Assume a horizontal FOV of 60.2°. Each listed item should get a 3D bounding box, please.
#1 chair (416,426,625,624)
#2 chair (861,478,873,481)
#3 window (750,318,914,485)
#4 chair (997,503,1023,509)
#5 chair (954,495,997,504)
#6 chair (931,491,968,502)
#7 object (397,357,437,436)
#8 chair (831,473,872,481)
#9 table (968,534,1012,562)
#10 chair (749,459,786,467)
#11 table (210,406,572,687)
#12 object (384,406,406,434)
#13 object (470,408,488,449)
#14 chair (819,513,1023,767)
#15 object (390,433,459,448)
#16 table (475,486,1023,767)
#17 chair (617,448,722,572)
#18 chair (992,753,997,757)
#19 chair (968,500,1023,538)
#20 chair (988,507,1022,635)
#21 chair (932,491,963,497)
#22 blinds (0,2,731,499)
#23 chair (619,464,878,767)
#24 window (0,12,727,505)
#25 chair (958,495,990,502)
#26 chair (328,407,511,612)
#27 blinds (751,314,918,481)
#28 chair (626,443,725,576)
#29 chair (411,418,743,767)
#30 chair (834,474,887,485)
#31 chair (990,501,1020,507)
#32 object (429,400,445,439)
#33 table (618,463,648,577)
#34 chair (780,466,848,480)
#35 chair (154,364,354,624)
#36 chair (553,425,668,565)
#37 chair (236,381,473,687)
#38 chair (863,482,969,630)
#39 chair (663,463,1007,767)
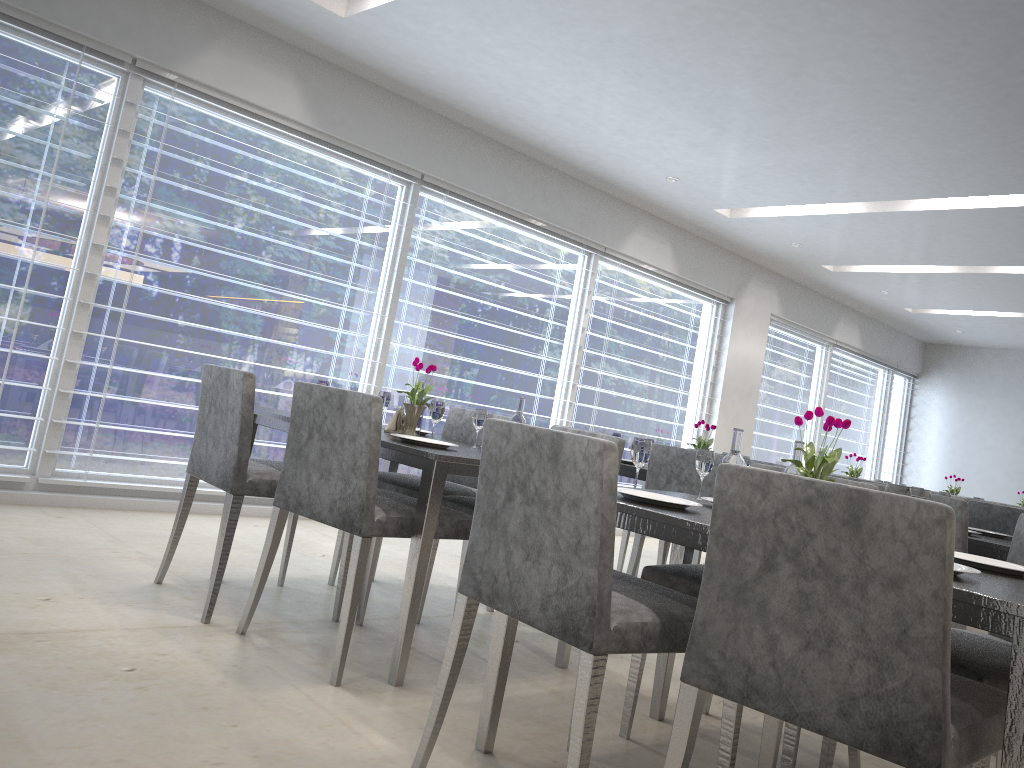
[{"bbox_3d":[0.042,0.517,3.109,0.487,0.768,0.478,14,-6,-39],"label":"chair"},{"bbox_3d":[2.818,1.130,6.558,0.487,0.768,0.478,14,-6,-39],"label":"chair"},{"bbox_3d":[3.403,0.611,9.508,3.623,2.088,0.159,13,-6,-44],"label":"window"},{"bbox_3d":[3.691,1.290,6.659,0.487,0.768,0.478,14,-6,-39],"label":"chair"},{"bbox_3d":[3.222,1.191,6.217,0.479,0.768,0.487,6,-7,41],"label":"chair"},{"bbox_3d":[2.490,1.036,5.491,0.487,0.768,0.478,14,-6,-39],"label":"chair"},{"bbox_3d":[-0.337,0.047,3.100,0.155,0.278,0.103,5,-8,43],"label":"object"},{"bbox_3d":[2.120,0.982,5.891,0.479,0.768,0.487,6,-7,41],"label":"chair"},{"bbox_3d":[1.907,0.919,3.190,0.769,0.639,1.193,14,-4,-44],"label":"table"},{"bbox_3d":[1.618,0.875,5.391,0.487,0.768,0.478,14,-6,-39],"label":"chair"},{"bbox_3d":[-0.400,0.500,3.061,0.769,0.639,1.193,14,-4,-44],"label":"table"},{"bbox_3d":[-0.401,0.127,3.134,0.070,0.100,0.201,9,-3,16],"label":"object"},{"bbox_3d":[-0.120,0.157,3.114,0.053,0.140,0.053,10,-6,4],"label":"object"},{"bbox_3d":[1.060,0.662,1.959,0.490,0.768,0.475,11,-5,-14],"label":"chair"},{"bbox_3d":[-0.272,0.180,2.748,0.218,0.015,0.214,9,-2,24],"label":"object"},{"bbox_3d":[0.604,0.643,1.921,0.769,0.639,1.193,14,-4,-44],"label":"table"},{"bbox_3d":[0.932,0.730,4.735,0.479,0.768,0.487,6,-7,41],"label":"chair"},{"bbox_3d":[1.881,0.838,2.797,0.479,0.768,0.487,6,-7,41],"label":"chair"},{"bbox_3d":[1.979,0.883,3.638,0.479,0.768,0.487,6,-7,41],"label":"chair"},{"bbox_3d":[2.665,1.028,4.294,0.487,0.768,0.478,14,-6,-39],"label":"chair"},{"bbox_3d":[3.320,1.237,7.059,0.479,0.768,0.487,6,-7,41],"label":"chair"},{"bbox_3d":[-0.739,-0.299,5.331,7.027,2.058,0.045,12,-6,-44],"label":"blinds"},{"bbox_3d":[0.670,0.606,2.379,0.479,0.768,0.487,6,-7,41],"label":"chair"},{"bbox_3d":[-0.809,-0.282,5.411,7.032,2.088,0.159,12,-6,-44],"label":"window"},{"bbox_3d":[4.068,1.395,7.774,0.487,0.768,0.478,14,-6,-39],"label":"chair"},{"bbox_3d":[-0.328,0.463,3.509,0.479,0.768,0.487,6,-7,41],"label":"chair"},{"bbox_3d":[3.487,0.597,9.441,3.614,2.059,0.045,13,-6,-44],"label":"blinds"},{"bbox_3d":[0.834,0.685,3.893,0.479,0.768,0.487,6,-7,41],"label":"chair"},{"bbox_3d":[0.173,0.500,1.869,0.487,0.768,0.478,14,-6,-39],"label":"chair"},{"bbox_3d":[2.022,0.937,5.049,0.479,0.768,0.487,6,-7,41],"label":"chair"},{"bbox_3d":[4.570,1.502,8.274,0.479,0.768,0.487,6,-7,41],"label":"chair"},{"bbox_3d":[-0.255,0.126,2.915,0.053,0.140,0.053,10,-6,4],"label":"object"},{"bbox_3d":[0.860,0.767,4.286,0.769,0.639,1.193,14,-4,-44],"label":"table"},{"bbox_3d":[1.302,0.784,4.335,0.487,0.768,0.478,14,-6,-39],"label":"chair"},{"bbox_3d":[-0.830,0.357,3.009,0.487,0.768,0.478,14,-6,-39],"label":"chair"},{"bbox_3d":[0.429,0.624,4.235,0.487,0.768,0.478,14,-6,-39],"label":"chair"},{"bbox_3d":[-0.426,0.418,2.668,0.479,0.768,0.487,6,-7,41],"label":"chair"},{"bbox_3d":[1.477,0.776,3.138,0.487,0.768,0.478,14,-6,-39],"label":"chair"},{"bbox_3d":[0.578,0.561,1.528,0.479,0.768,0.487,6,-7,41],"label":"chair"}]
